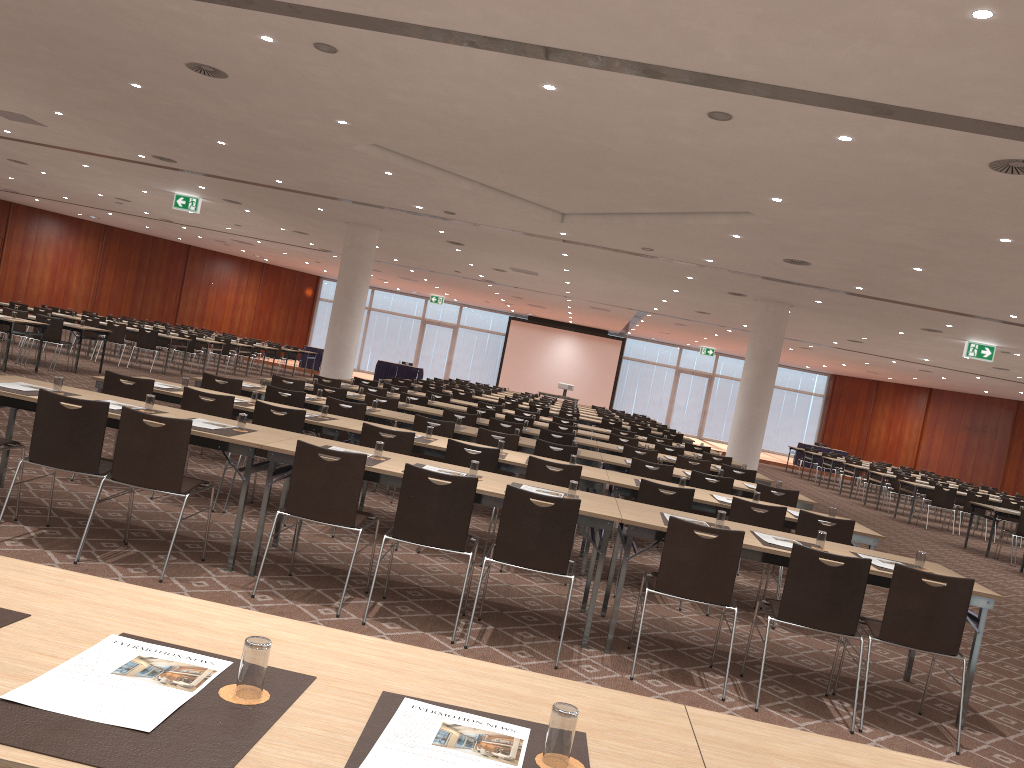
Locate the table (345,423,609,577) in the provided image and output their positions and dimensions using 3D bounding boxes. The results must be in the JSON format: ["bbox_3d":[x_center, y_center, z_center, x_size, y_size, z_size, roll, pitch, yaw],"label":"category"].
[{"bbox_3d":[-0.346,0.995,7.916,2.267,0.833,0.953,11,1,4],"label":"table"}]

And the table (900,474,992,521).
[{"bbox_3d":[12.053,3.121,24.593,2.267,0.833,0.953,11,1,4],"label":"table"}]

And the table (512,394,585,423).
[{"bbox_3d":[1.060,0.928,27.363,2.267,0.833,0.953,11,1,4],"label":"table"}]

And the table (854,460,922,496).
[{"bbox_3d":[12.342,3.108,28.583,2.267,0.833,0.953,11,1,4],"label":"table"}]

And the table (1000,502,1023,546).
[{"bbox_3d":[11.620,3.142,18.610,2.267,0.833,0.953,11,1,4],"label":"table"}]

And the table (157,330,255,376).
[{"bbox_3d":[-8.300,-0.839,24.005,2.267,0.833,0.953,11,1,4],"label":"table"}]

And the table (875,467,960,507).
[{"bbox_3d":[12.197,3.114,26.588,2.267,0.833,0.953,11,1,4],"label":"table"}]

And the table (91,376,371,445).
[{"bbox_3d":[-2.568,0.559,8.070,2.267,0.833,0.953,11,1,4],"label":"table"}]

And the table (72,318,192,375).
[{"bbox_3d":[-8.588,-0.826,20.016,2.267,0.833,0.953,11,1,4],"label":"table"}]

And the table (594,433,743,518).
[{"bbox_3d":[2.309,1.411,13.745,2.267,0.833,0.953,11,1,4],"label":"table"}]

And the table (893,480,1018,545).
[{"bbox_3d":[9.398,2.706,18.764,2.267,0.833,0.953,11,1,4],"label":"table"}]

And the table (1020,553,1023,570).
[{"bbox_3d":[9.002,2.725,13.279,2.267,0.833,0.953,11,1,4],"label":"table"}]

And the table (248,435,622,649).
[{"bbox_3d":[-0.490,1.002,5.921,2.267,0.833,0.953,11,1,4],"label":"table"}]

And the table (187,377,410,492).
[{"bbox_3d":[-2.424,0.552,10.065,2.267,0.833,0.953,11,1,4],"label":"table"}]

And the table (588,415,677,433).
[{"bbox_3d":[2.850,1.385,21.225,2.267,0.833,0.953,11,1,4],"label":"table"}]

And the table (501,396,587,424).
[{"bbox_3d":[0.772,0.942,23.374,2.267,0.833,0.953,11,1,4],"label":"table"}]

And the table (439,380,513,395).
[{"bbox_3d":[-1.162,0.492,27.518,2.267,0.833,0.953,11,1,4],"label":"table"}]

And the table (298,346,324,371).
[{"bbox_3d":[-6.995,-0.870,33.156,1.712,0.832,1.041,11,1,4],"label":"table"}]

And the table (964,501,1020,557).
[{"bbox_3d":[9.146,2.718,15.274,2.267,0.833,0.953,11,1,4],"label":"table"}]

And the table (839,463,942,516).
[{"bbox_3d":[9.687,2.692,22.753,2.267,0.833,0.953,11,1,4],"label":"table"}]

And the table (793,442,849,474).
[{"bbox_3d":[11.128,2.688,31.895,1.712,0.832,1.041,11,1,4],"label":"table"}]

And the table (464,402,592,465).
[{"bbox_3d":[0.231,0.967,15.894,2.267,0.833,0.953,11,1,4],"label":"table"}]

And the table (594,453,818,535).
[{"bbox_3d":[2.020,1.424,9.756,2.267,0.833,0.953,11,1,4],"label":"table"}]

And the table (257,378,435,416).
[{"bbox_3d":[-2.280,0.545,12.060,2.267,0.833,0.953,11,1,4],"label":"table"}]

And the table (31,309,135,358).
[{"bbox_3d":[-10.666,-1.269,22.165,2.267,0.833,0.953,11,1,4],"label":"table"}]

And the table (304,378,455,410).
[{"bbox_3d":[-2.135,0.538,14.054,2.267,0.833,0.953,11,1,4],"label":"table"}]

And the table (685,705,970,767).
[{"bbox_3d":[1.440,1.452,1.734,2.267,0.833,0.953,11,1,4],"label":"table"}]

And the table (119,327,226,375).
[{"bbox_3d":[-8.444,-0.832,22.011,2.267,0.833,0.953,11,1,4],"label":"table"}]

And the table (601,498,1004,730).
[{"bbox_3d":[1.732,1.438,5.766,2.267,0.833,0.953,11,1,4],"label":"table"}]

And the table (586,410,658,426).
[{"bbox_3d":[3.138,1.371,25.214,2.267,0.833,0.953,11,1,4],"label":"table"}]

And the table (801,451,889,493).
[{"bbox_3d":[9.975,2.678,26.743,2.267,0.833,0.953,11,1,4],"label":"table"}]

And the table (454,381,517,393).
[{"bbox_3d":[-1.017,0.485,29.512,2.267,0.833,0.953,11,1,4],"label":"table"}]

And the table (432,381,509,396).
[{"bbox_3d":[-1.306,0.498,25.523,2.267,0.833,0.953,11,1,4],"label":"table"}]

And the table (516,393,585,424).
[{"bbox_3d":[1.205,0.921,29.358,2.267,0.833,0.953,11,1,4],"label":"table"}]

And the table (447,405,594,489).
[{"bbox_3d":[0.087,0.974,13.899,2.267,0.833,0.953,11,1,4],"label":"table"}]

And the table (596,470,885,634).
[{"bbox_3d":[1.876,1.431,7.761,2.267,0.833,0.953,11,1,4],"label":"table"}]

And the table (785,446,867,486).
[{"bbox_3d":[10.120,2.671,28.737,2.267,0.833,0.953,11,1,4],"label":"table"}]

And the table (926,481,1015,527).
[{"bbox_3d":[11.909,3.128,22.599,2.267,0.833,0.953,11,1,4],"label":"table"}]

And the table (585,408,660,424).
[{"bbox_3d":[3.282,1.364,27.208,2.267,0.833,0.953,11,1,4],"label":"table"}]

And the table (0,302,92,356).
[{"bbox_3d":[-10.810,-1.262,20.171,2.267,0.833,0.953,11,1,4],"label":"table"}]

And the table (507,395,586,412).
[{"bbox_3d":[0.916,0.935,25.368,2.267,0.833,0.953,11,1,4],"label":"table"}]

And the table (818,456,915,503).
[{"bbox_3d":[9.831,2.685,24.748,2.267,0.833,0.953,11,1,4],"label":"table"}]

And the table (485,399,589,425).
[{"bbox_3d":[0.483,0.955,19.385,2.267,0.833,0.953,11,1,4],"label":"table"}]

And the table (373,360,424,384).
[{"bbox_3d":[-4.211,-0.323,32.963,1.712,0.832,1.041,11,1,4],"label":"table"}]

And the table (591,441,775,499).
[{"bbox_3d":[2.164,1.417,11.750,2.267,0.833,0.953,11,1,4],"label":"table"}]

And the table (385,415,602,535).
[{"bbox_3d":[-0.202,0.988,9.910,2.267,0.833,0.953,11,1,4],"label":"table"}]

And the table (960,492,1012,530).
[{"bbox_3d":[11.765,3.135,20.604,2.267,0.833,0.953,11,1,4],"label":"table"}]

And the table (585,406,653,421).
[{"bbox_3d":[3.427,1.357,29.203,2.267,0.833,0.953,11,1,4],"label":"table"}]

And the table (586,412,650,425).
[{"bbox_3d":[2.994,1.378,23.219,2.267,0.833,0.953,11,1,4],"label":"table"}]

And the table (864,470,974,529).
[{"bbox_3d":[9.543,2.699,20.759,2.267,0.833,0.953,11,1,4],"label":"table"}]

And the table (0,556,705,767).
[{"bbox_3d":[-0.782,1.016,1.889,2.267,0.833,0.953,11,1,4],"label":"table"}]

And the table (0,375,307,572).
[{"bbox_3d":[-2.712,0.566,6.076,2.267,0.833,0.953,11,1,4],"label":"table"}]

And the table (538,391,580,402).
[{"bbox_3d":[1.646,0.826,32.572,1.539,0.832,0.953,11,1,4],"label":"table"}]

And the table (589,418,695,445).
[{"bbox_3d":[2.705,1.392,19.230,2.267,0.833,0.953,11,1,4],"label":"table"}]

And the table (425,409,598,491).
[{"bbox_3d":[-0.058,0.981,11.905,2.267,0.833,0.953,11,1,4],"label":"table"}]

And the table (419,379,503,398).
[{"bbox_3d":[-1.450,0.505,23.528,2.267,0.833,0.953,11,1,4],"label":"table"}]

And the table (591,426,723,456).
[{"bbox_3d":[2.453,1.404,15.739,2.267,0.833,0.953,11,1,4],"label":"table"}]
